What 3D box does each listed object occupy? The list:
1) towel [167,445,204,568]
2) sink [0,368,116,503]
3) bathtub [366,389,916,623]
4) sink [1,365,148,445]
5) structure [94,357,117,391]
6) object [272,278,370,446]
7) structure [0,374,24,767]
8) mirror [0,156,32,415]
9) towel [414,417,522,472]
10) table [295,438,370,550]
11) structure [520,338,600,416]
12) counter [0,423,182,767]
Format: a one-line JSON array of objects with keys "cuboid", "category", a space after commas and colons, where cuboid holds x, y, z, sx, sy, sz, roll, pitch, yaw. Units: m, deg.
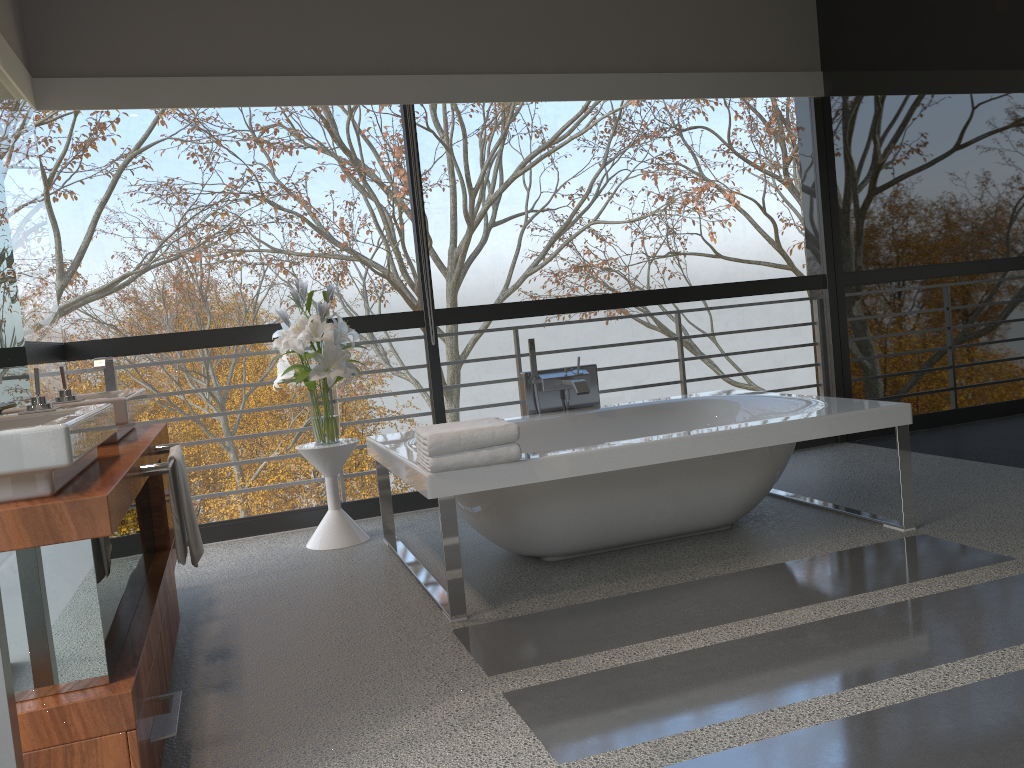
[{"cuboid": [-1.011, 0.380, 2.757, 0.079, 0.368, 0.302, -7, 4, -17], "category": "towel"}, {"cuboid": [-1.168, 0.101, 2.078, 0.352, 0.266, 0.750, -7, 4, -17], "category": "sink"}, {"cuboid": [0.468, 0.411, 3.838, 1.959, 0.504, 1.328, -7, 4, -18], "category": "bathtub"}, {"cuboid": [-1.493, 0.062, 3.088, 0.352, 0.266, 0.750, -7, 4, -17], "category": "sink"}, {"cuboid": [-1.555, 0.386, 3.510, 0.069, 0.988, 0.303, -7, 4, -17], "category": "structure"}, {"cuboid": [-0.932, -0.108, 4.216, 0.450, 0.795, 0.460, -5, 4, 10], "category": "object"}, {"cuboid": [-0.971, 0.457, 1.694, 0.069, 0.988, 0.303, -7, 4, -17], "category": "structure"}, {"cuboid": [-1.716, -0.540, 2.450, 0.253, 1.617, 1.791, -7, 4, -17], "category": "mirror"}, {"cuboid": [-0.153, 0.212, 3.071, 0.322, 0.145, 0.305, -7, 4, -15], "category": "towel"}, {"cuboid": [-0.860, 0.523, 4.264, 0.308, 0.478, 0.307, -8, 4, -34], "category": "table"}, {"cuboid": [0.306, 0.199, 4.416, 0.402, 0.884, 0.330, -7, 4, -18], "category": "structure"}, {"cuboid": [-1.230, 0.558, 2.612, 0.525, 0.704, 1.849, -7, 4, -17], "category": "counter"}]
